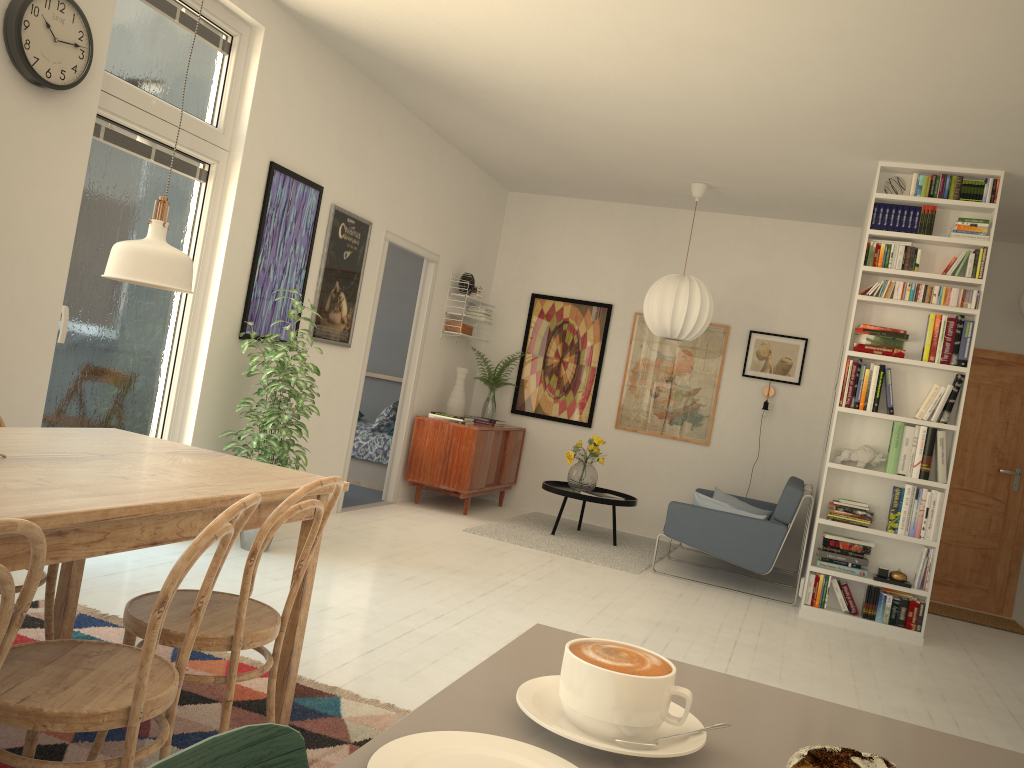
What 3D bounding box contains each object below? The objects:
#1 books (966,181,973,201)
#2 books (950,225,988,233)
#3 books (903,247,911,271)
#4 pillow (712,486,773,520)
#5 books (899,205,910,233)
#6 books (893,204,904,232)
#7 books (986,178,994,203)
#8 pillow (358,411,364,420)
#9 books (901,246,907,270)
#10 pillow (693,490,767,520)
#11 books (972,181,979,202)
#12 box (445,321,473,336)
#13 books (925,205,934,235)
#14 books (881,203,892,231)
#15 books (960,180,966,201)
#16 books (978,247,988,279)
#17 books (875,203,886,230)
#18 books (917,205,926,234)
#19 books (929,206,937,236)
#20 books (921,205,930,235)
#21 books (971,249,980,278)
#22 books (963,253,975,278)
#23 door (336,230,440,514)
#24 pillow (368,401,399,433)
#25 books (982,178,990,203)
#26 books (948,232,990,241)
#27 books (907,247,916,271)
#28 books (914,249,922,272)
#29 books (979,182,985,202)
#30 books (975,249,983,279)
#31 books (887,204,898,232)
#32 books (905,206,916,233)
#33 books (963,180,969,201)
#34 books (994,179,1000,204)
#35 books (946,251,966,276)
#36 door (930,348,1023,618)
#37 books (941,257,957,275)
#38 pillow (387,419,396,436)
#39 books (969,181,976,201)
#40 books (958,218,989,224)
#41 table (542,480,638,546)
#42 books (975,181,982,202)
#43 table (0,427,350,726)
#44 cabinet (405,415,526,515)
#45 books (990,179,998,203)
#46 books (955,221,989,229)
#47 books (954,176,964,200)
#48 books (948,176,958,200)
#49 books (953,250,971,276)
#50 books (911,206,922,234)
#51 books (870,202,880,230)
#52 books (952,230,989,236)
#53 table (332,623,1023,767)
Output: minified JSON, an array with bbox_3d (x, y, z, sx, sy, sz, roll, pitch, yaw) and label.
[{"bbox_3d":[2.814,-1.173,5.480,0.017,0.130,0.150,10,0,19],"label":"books"},{"bbox_3d":[2.817,-0.942,5.498,0.173,0.030,0.199,10,0,9],"label":"books"},{"bbox_3d":[2.487,-0.770,5.602,0.024,0.155,0.206,10,0,19],"label":"books"},{"bbox_3d":[1.858,1.016,7.260,0.540,0.277,0.157,10,0,20],"label":"pillow"},{"bbox_3d":[2.478,-1.022,5.619,0.034,0.179,0.188,10,0,19],"label":"books"},{"bbox_3d":[2.445,-1.028,5.630,0.034,0.179,0.188,10,0,19],"label":"books"},{"bbox_3d":[2.931,-1.165,5.480,0.020,0.156,0.229,10,0,19],"label":"books"},{"bbox_3d":[-1.567,0.249,8.217,0.378,0.153,0.415,10,0,-5],"label":"pillow"},{"bbox_3d":[2.464,-0.776,5.590,0.013,0.159,0.176,10,0,19],"label":"books"},{"bbox_3d":[1.451,0.940,6.053,0.534,0.353,0.141,10,0,18],"label":"pillow"},{"bbox_3d":[2.847,-1.168,5.469,0.017,0.130,0.150,10,0,19],"label":"books"},{"bbox_3d":[-0.452,-0.473,7.589,0.152,0.084,0.265,10,0,19],"label":"box"},{"bbox_3d":[2.610,-1.004,5.573,0.020,0.191,0.205,10,0,19],"label":"books"},{"bbox_3d":[2.380,-1.039,5.653,0.034,0.179,0.188,10,0,19],"label":"books"},{"bbox_3d":[2.781,-1.179,5.492,0.017,0.130,0.150,10,0,19],"label":"books"},{"bbox_3d":[2.881,-0.724,5.459,0.022,0.199,0.212,10,0,19],"label":"books"},{"bbox_3d":[2.347,-1.045,5.664,0.034,0.179,0.188,10,0,19],"label":"books"},{"bbox_3d":[2.575,-1.010,5.597,0.020,0.191,0.205,10,0,19],"label":"books"},{"bbox_3d":[2.632,-1.000,5.577,0.020,0.191,0.205,10,0,19],"label":"books"},{"bbox_3d":[2.593,-1.007,5.587,0.020,0.191,0.205,10,0,19],"label":"books"},{"bbox_3d":[2.850,-0.724,5.486,0.022,0.187,0.186,10,0,19],"label":"books"},{"bbox_3d":[2.815,-0.712,5.479,0.030,0.153,0.199,10,0,19],"label":"books"},{"bbox_3d":[-1.321,-0.135,6.855,0.882,2.033,0.955,10,0,19],"label":"door"},{"bbox_3d":[-1.079,0.290,7.920,0.237,0.338,0.437,10,0,17],"label":"pillow"},{"bbox_3d":[2.900,-1.169,5.451,0.019,0.157,0.150,10,0,19],"label":"books"},{"bbox_3d":[2.819,-0.888,5.497,0.214,0.038,0.222,10,0,19],"label":"books"},{"bbox_3d":[2.499,-0.767,5.564,0.023,0.153,0.176,10,0,19],"label":"books"},{"bbox_3d":[2.539,-0.755,5.569,0.020,0.145,0.189,10,0,19],"label":"books"},{"bbox_3d":[2.879,-1.162,5.458,0.017,0.130,0.150,10,0,19],"label":"books"},{"bbox_3d":[2.863,-0.722,5.468,0.014,0.188,0.218,10,0,19],"label":"books"},{"bbox_3d":[2.412,-1.033,5.641,0.034,0.179,0.188,10,0,19],"label":"books"},{"bbox_3d":[2.510,-1.016,5.607,0.034,0.179,0.188,10,0,19],"label":"books"},{"bbox_3d":[2.797,-1.176,5.486,0.017,0.130,0.150,10,0,19],"label":"books"},{"bbox_3d":[2.973,-1.157,5.485,0.014,0.154,0.259,10,0,19],"label":"books"},{"bbox_3d":[2.750,-0.730,5.521,0.092,0.165,0.222,10,0,19],"label":"books"},{"bbox_3d":[3.623,0.736,7.059,0.931,2.033,0.159,10,0,19],"label":"door"},{"bbox_3d":[2.719,-0.718,5.543,0.073,0.129,0.200,10,0,19],"label":"books"},{"bbox_3d":[-0.868,0.339,8.069,0.237,0.385,0.767,10,0,17],"label":"pillow"},{"bbox_3d":[2.830,-1.171,5.475,0.017,0.130,0.150,10,0,19],"label":"books"},{"bbox_3d":[2.848,-0.986,5.484,0.169,0.032,0.188,10,0,24],"label":"books"},{"bbox_3d":[0.586,1.032,7.024,0.761,0.386,0.760,10,0,35],"label":"table"},{"bbox_3d":[2.863,-1.165,5.463,0.017,0.130,0.150,10,0,19],"label":"books"},{"bbox_3d":[-1.250,0.541,1.939,0.895,0.749,1.797,10,0,19],"label":"table"},{"bbox_3d":[-0.385,0.689,7.671,0.546,0.727,1.262,10,0,19],"label":"cabinet"},{"bbox_3d":[2.950,-1.159,5.470,0.021,0.151,0.228,10,0,19],"label":"books"},{"bbox_3d":[2.830,-0.964,5.472,0.179,0.016,0.208,10,0,24],"label":"books"},{"bbox_3d":[2.768,-1.193,5.526,0.032,0.152,0.200,10,0,19],"label":"books"},{"bbox_3d":[2.743,-1.198,5.552,0.032,0.154,0.212,10,0,19],"label":"books"},{"bbox_3d":[2.777,-0.728,5.497,0.065,0.168,0.228,10,0,19],"label":"books"},{"bbox_3d":[2.543,-1.010,5.596,0.034,0.179,0.188,10,0,19],"label":"books"},{"bbox_3d":[2.314,-1.051,5.675,0.034,0.179,0.188,10,0,19],"label":"books"},{"bbox_3d":[2.825,-0.916,5.495,0.200,0.018,0.208,10,0,19],"label":"books"},{"bbox_3d":[0.099,0.738,0.251,0.794,0.864,1.423,10,0,19],"label":"table"}]
